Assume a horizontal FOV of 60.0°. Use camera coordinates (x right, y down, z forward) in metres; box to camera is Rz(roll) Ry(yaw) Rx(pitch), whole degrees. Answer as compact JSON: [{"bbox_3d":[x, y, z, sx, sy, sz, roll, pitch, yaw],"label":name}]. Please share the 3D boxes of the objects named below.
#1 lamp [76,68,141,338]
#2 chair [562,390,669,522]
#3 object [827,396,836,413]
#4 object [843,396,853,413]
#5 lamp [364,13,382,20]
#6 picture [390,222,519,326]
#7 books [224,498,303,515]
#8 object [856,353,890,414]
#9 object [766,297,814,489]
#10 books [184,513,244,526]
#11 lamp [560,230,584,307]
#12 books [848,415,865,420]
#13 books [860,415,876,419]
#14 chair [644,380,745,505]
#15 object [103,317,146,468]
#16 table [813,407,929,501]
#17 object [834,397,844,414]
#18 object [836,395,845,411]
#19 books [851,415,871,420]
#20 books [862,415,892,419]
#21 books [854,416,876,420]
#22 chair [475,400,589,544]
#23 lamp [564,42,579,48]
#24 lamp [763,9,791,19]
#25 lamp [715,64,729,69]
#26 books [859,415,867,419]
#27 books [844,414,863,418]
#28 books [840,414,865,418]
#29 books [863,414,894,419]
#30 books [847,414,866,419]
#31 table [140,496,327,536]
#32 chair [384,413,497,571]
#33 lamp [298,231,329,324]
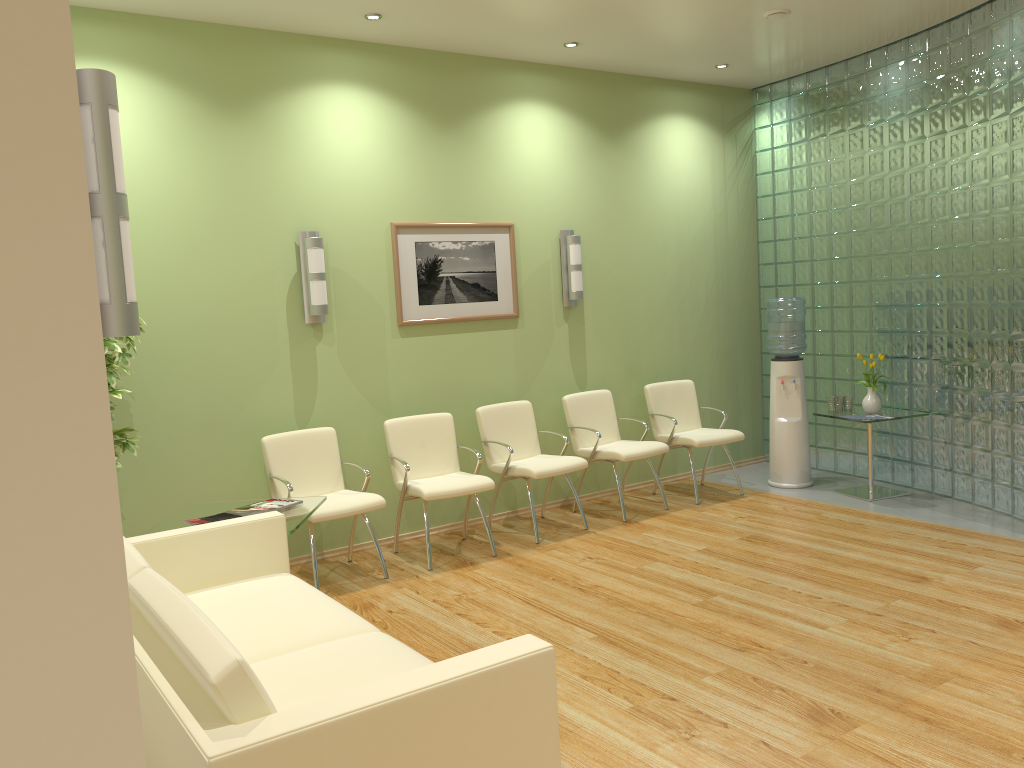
[{"bbox_3d":[-0.787,-0.325,1.641,0.142,0.580,0.134,-7,7,-34],"label":"lamp"},{"bbox_3d":[15.220,0.011,2.545,30.806,0.986,0.748,-2,6,16],"label":"chair"},{"bbox_3d":[2.462,0.157,6.829,0.071,0.119,0.072,-7,7,-34],"label":"object"},{"bbox_3d":[2.568,0.156,6.775,0.071,0.119,0.072,-7,7,-34],"label":"object"},{"bbox_3d":[-0.831,-2.195,5.308,0.105,0.011,0.105,1,7,37],"label":"lamp"},{"bbox_3d":[-0.378,-0.789,6.264,1.000,0.700,0.025,-7,7,-34],"label":"picture"},{"bbox_3d":[-1.283,0.630,4.592,0.230,0.031,0.328,0,6,31],"label":"books"},{"bbox_3d":[2.696,-0.009,6.638,0.219,0.459,0.201,-4,5,-4],"label":"object"},{"bbox_3d":[2.216,0.064,7.118,0.353,1.506,0.353,-6,6,-27],"label":"object"},{"bbox_3d":[-1.397,0.664,4.308,0.328,0.031,0.230,1,7,36],"label":"books"},{"bbox_3d":[0.462,-0.884,6.756,0.134,0.580,0.142,-7,7,-34],"label":"lamp"},{"bbox_3d":[2.567,0.241,6.497,0.210,0.004,0.150,-8,7,-39],"label":"books"},{"bbox_3d":[2.628,0.240,6.460,0.150,0.004,0.210,-2,6,11],"label":"books"},{"bbox_3d":[1.436,0.433,7.012,0.536,0.881,0.650,-6,6,-29],"label":"chair"},{"bbox_3d":[-2.123,0.370,4.449,0.668,1.900,0.943,-6,6,-26],"label":"object"},{"bbox_3d":[2.708,0.524,6.703,0.581,0.614,0.581,-5,6,-20],"label":"table"},{"bbox_3d":[2.488,0.163,6.750,0.071,0.119,0.072,-7,7,-34],"label":"object"},{"bbox_3d":[2.543,0.151,6.851,0.071,0.119,0.072,-7,7,-34],"label":"object"},{"bbox_3d":[2.579,0.241,6.484,0.150,0.004,0.210,1,7,41],"label":"books"},{"bbox_3d":[2.646,0.240,6.458,0.150,0.004,0.210,-3,5,1],"label":"books"},{"bbox_3d":[2.594,0.241,6.473,0.150,0.004,0.210,0,6,31],"label":"books"},{"bbox_3d":[14.886,0.053,2.315,31.281,0.986,0.752,-2,6,15],"label":"chair"},{"bbox_3d":[0.409,-2.346,6.139,0.105,0.011,0.105,1,7,37],"label":"lamp"},{"bbox_3d":[1.707,-2.374,5.711,0.167,0.024,0.167,1,7,39],"label":"lamp"},{"bbox_3d":[1.649,-2.497,6.969,0.105,0.011,0.105,1,7,37],"label":"lamp"},{"bbox_3d":[2.611,0.241,6.465,0.150,0.004,0.210,-1,6,21],"label":"books"},{"bbox_3d":[2.556,0.240,6.512,0.210,0.004,0.150,-6,6,-29],"label":"books"},{"bbox_3d":[2.549,0.239,6.529,0.210,0.004,0.150,-5,6,-19],"label":"books"},{"bbox_3d":[2.665,0.238,6.459,0.150,0.004,0.210,-4,5,-9],"label":"books"},{"bbox_3d":[2.544,0.237,6.546,0.210,0.004,0.150,-4,5,-9],"label":"books"},{"bbox_3d":[-1.361,0.968,4.497,0.736,0.614,0.736,-3,5,1],"label":"table"},{"bbox_3d":[-0.468,0.664,5.741,0.536,0.881,0.650,-6,6,-29],"label":"chair"},{"bbox_3d":[-1.247,-0.677,5.611,0.134,0.580,0.142,-7,7,-34],"label":"lamp"}]
